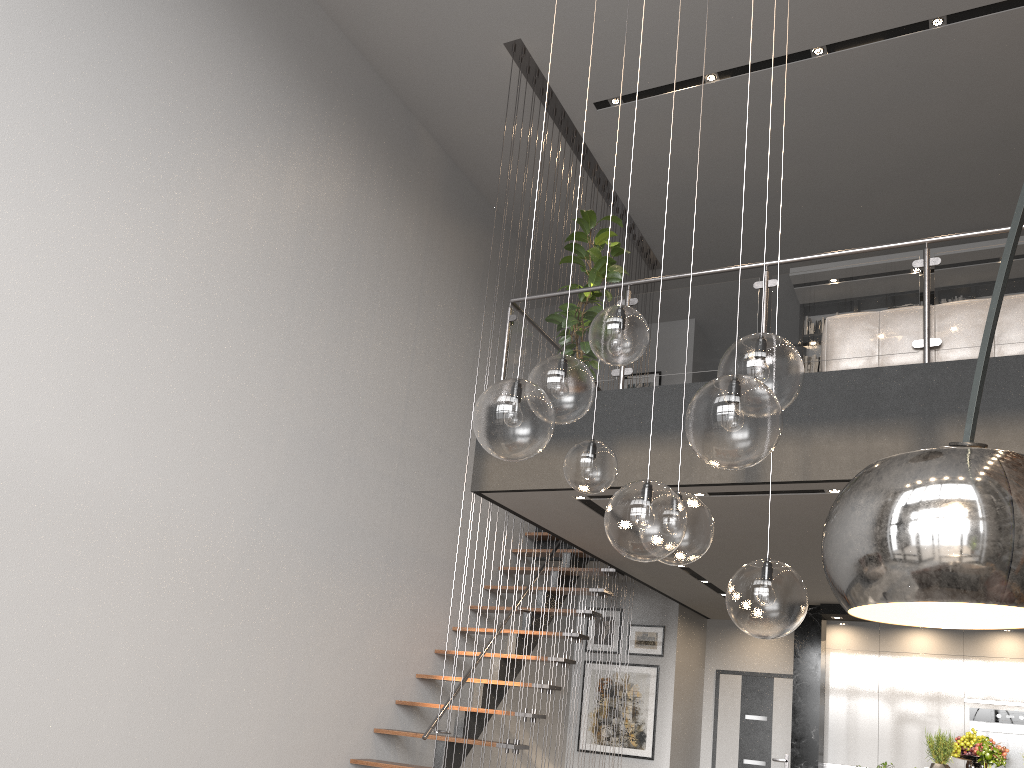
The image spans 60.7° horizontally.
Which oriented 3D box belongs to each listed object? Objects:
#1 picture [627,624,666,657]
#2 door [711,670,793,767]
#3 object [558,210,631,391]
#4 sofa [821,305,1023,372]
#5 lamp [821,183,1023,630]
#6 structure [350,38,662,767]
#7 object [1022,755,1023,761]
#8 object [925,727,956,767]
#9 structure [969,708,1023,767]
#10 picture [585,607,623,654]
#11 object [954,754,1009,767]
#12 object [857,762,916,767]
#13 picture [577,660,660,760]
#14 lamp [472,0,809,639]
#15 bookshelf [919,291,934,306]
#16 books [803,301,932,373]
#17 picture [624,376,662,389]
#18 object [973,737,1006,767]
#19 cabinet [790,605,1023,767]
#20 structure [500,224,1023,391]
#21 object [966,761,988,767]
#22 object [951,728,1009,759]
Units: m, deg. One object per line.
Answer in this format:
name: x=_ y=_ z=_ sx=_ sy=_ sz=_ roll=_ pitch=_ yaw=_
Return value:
picture: x=1.462 y=2.792 z=9.533 sx=0.411 sy=0.322 sz=0.025 roll=-4 pitch=-15 yaw=28
door: x=2.744 y=4.302 z=9.881 sx=0.976 sy=2.006 sz=0.175 roll=-2 pitch=-15 yaw=28
object: x=0.504 y=-0.481 z=5.850 sx=0.541 sy=1.415 sz=0.784 roll=17 pitch=-18 yaw=-39
sofa: x=3.218 y=-0.062 z=5.307 sx=2.284 sy=0.753 sz=2.378 roll=-5 pitch=-22 yaw=27
lamp: x=0.488 y=0.292 z=0.230 sx=0.320 sy=2.245 sz=2.118 roll=5 pitch=-16 yaw=5
structure: x=0.050 y=1.101 z=7.365 sx=1.180 sy=5.826 sz=3.731 roll=-1 pitch=-16 yaw=27
object: x=3.199 y=2.331 z=5.282 sx=0.223 sy=0.273 sz=0.217 roll=-8 pitch=-21 yaw=40
object: x=2.720 y=2.335 z=5.534 sx=0.188 sy=0.355 sz=0.202 roll=10 pitch=-15 yaw=-16
structure: x=4.634 y=3.377 z=8.155 sx=0.657 sy=0.609 sz=0.677 roll=-3 pitch=-19 yaw=27
picture: x=1.027 y=2.754 z=9.780 sx=0.411 sy=0.487 sz=0.025 roll=-3 pitch=-15 yaw=28
object: x=3.043 y=2.533 z=5.729 sx=0.368 sy=0.181 sz=0.382 roll=8 pitch=-19 yaw=-7
object: x=1.701 y=2.017 z=3.999 sx=0.384 sy=0.555 sz=0.224 roll=3 pitch=-14 yaw=9
picture: x=1.151 y=3.524 z=9.495 sx=0.874 sy=0.957 sz=0.025 roll=-3 pitch=-15 yaw=28
lamp: x=0.597 y=-1.663 z=3.002 sx=1.232 sy=4.813 sz=1.275 roll=0 pitch=-14 yaw=25
bookshelf: x=4.510 y=0.262 z=8.193 sx=3.531 sy=2.423 sz=0.257 roll=-4 pitch=-16 yaw=28
books: x=4.510 y=0.217 z=8.194 sx=3.449 sy=2.244 sz=0.219 roll=-4 pitch=-16 yaw=28
picture: x=1.498 y=0.097 z=10.258 sx=0.505 sy=0.396 sz=0.025 roll=-4 pitch=-15 yaw=28
object: x=2.940 y=2.332 z=5.391 sx=0.180 sy=0.301 sz=0.178 roll=-6 pitch=-19 yaw=38
cabinet: x=3.593 y=2.437 z=6.361 sx=3.630 sy=3.121 sz=6.448 roll=-3 pitch=-21 yaw=27
structure: x=2.544 y=0.221 z=6.198 sx=4.235 sy=0.713 sz=3.510 roll=-5 pitch=-23 yaw=27
object: x=3.712 y=3.015 z=6.963 sx=0.150 sy=0.273 sz=0.208 roll=3 pitch=-16 yaw=11
object: x=3.070 y=2.380 z=5.767 sx=0.348 sy=0.207 sz=0.332 roll=-3 pitch=-20 yaw=24
